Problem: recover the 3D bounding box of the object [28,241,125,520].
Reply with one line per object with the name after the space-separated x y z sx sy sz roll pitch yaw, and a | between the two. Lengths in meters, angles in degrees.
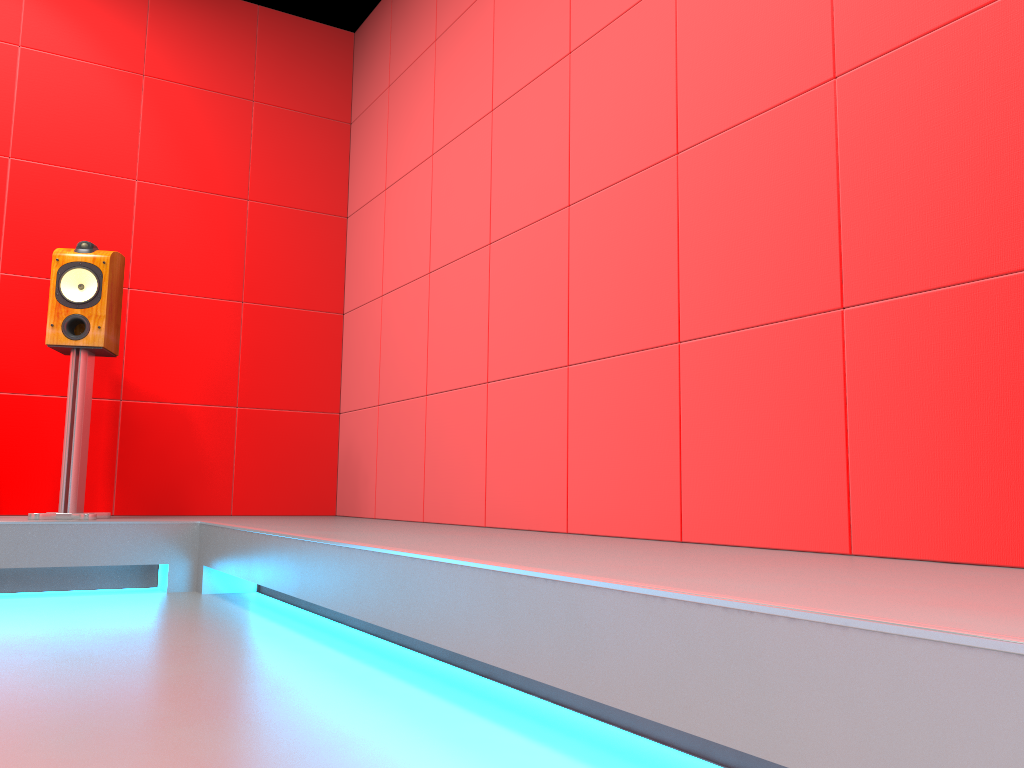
-1.655 -0.016 3.406 0.231 1.058 0.265 2 -7 -11 | object
